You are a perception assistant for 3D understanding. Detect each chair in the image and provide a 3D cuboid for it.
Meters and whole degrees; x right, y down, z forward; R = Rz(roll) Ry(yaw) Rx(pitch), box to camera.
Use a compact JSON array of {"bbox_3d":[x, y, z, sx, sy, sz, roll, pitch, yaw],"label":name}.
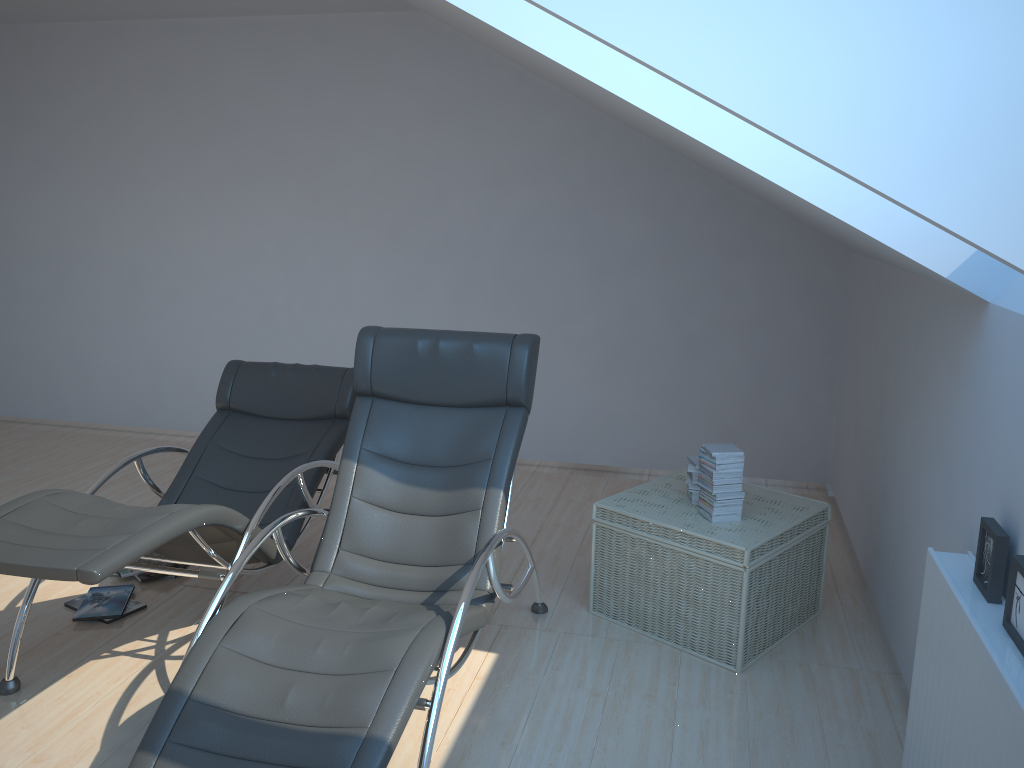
[{"bbox_3d":[-1.285,0.530,3.708,0.836,0.953,2.114,4,12,13],"label":"chair"},{"bbox_3d":[-0.451,0.543,2.977,0.836,1.251,1.938,4,12,13],"label":"chair"}]

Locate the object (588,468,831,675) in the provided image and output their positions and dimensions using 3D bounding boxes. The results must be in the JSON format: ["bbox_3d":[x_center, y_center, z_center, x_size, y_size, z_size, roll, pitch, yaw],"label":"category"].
[{"bbox_3d":[0.859,0.760,3.862,0.745,0.518,0.744,12,16,42],"label":"object"}]

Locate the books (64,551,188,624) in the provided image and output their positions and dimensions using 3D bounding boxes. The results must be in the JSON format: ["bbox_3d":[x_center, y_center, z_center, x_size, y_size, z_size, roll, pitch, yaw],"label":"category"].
[{"bbox_3d":[-1.315,1.240,2.090,1.045,0.222,4.790,-3,12,-19],"label":"books"}]

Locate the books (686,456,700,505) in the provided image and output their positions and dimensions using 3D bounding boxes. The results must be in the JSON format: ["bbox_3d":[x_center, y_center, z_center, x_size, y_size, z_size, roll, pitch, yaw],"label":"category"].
[{"bbox_3d":[0.837,0.421,3.845,0.162,0.184,0.165,3,12,11],"label":"books"}]

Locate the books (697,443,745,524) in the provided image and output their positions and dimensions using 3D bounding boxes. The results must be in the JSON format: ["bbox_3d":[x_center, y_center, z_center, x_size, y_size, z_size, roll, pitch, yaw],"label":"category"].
[{"bbox_3d":[0.851,0.406,3.627,0.149,0.300,0.149,-2,12,-16],"label":"books"}]

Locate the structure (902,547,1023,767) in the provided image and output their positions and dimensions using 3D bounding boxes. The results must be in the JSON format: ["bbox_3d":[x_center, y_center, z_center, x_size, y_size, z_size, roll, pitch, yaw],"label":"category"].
[{"bbox_3d":[1.112,0.999,2.022,0.120,0.800,1.324,4,12,13],"label":"structure"}]

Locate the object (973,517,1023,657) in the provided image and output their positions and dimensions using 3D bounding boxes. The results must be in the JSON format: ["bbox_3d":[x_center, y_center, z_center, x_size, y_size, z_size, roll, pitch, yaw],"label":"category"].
[{"bbox_3d":[1.154,0.521,1.950,0.030,0.180,0.846,4,12,13],"label":"object"}]
